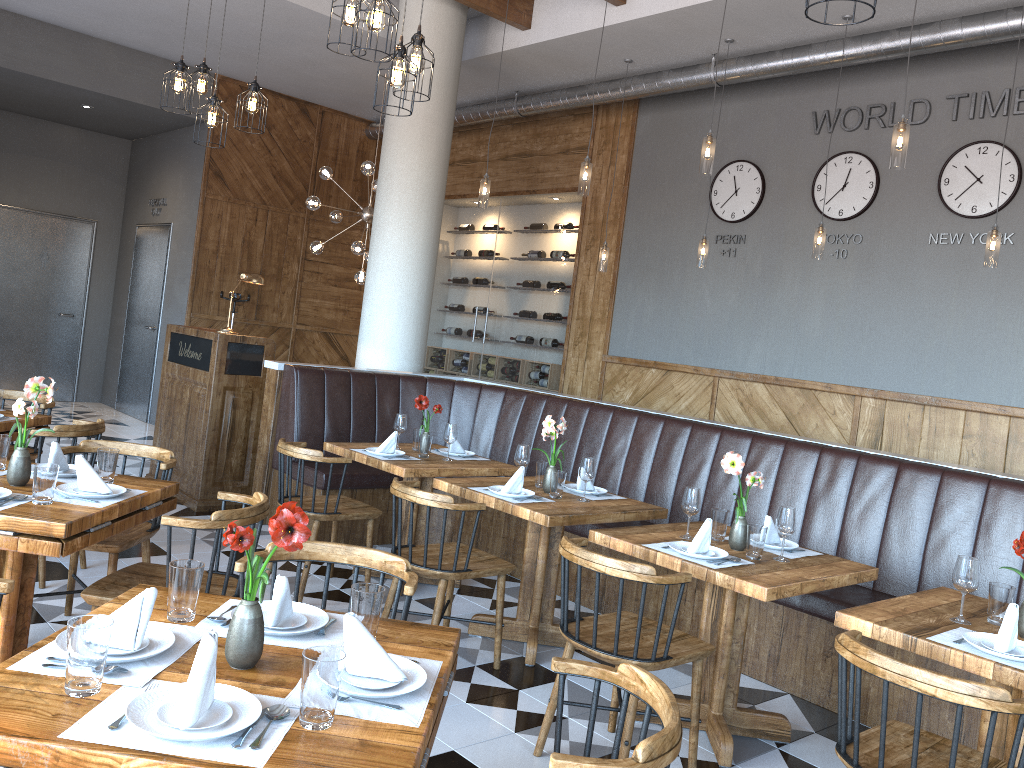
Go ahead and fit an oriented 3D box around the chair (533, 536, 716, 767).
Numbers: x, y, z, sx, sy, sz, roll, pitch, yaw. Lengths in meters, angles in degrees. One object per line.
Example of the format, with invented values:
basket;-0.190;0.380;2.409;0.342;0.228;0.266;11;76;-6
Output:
chair;0.413;1.001;3.258;0.548;0.817;0.521;6;2;-42

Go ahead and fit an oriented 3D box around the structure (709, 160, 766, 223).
structure;2.003;-1.716;7.900;0.046;0.560;0.562;7;1;-42

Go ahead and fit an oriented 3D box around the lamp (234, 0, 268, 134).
lamp;-1.489;-2.586;5.441;0.174;2.070;0.175;7;1;-32

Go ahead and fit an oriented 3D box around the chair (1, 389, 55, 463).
chair;-3.096;0.466;5.296;0.519;0.817;0.550;7;1;3

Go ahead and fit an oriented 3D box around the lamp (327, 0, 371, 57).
lamp;-0.603;-2.500;3.902;0.175;2.070;0.174;7;1;31

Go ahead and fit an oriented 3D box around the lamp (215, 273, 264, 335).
lamp;-2.086;-0.484;6.749;0.170;0.756;0.444;7;1;23

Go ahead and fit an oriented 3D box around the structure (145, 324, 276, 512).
structure;-2.316;0.234;6.997;0.644;1.299;1.048;6;2;-42

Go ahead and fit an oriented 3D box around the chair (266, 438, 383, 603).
chair;-1.053;0.739;4.892;0.548;0.817;0.521;6;2;-42

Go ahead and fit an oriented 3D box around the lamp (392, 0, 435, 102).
lamp;-0.348;-2.381;4.168;0.175;2.070;0.175;7;0;-2

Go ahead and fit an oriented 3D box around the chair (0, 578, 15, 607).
chair;-1.252;0.864;1.893;0.550;0.817;0.520;7;1;3

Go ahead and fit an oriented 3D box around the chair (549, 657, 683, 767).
chair;0.026;1.025;1.828;0.550;0.817;0.520;7;1;3

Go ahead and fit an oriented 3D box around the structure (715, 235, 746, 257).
structure;1.946;-1.233;7.920;0.021;0.197;0.306;7;2;-42

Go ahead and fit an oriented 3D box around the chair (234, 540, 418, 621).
chair;-0.580;0.916;2.504;0.519;0.817;0.550;7;1;3

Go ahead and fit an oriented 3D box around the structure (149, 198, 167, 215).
structure;-4.357;-2.180;10.894;0.025;0.197;0.567;7;2;-42

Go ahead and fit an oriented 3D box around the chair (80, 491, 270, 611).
chair;-1.211;0.803;3.207;0.550;0.817;0.520;7;1;3

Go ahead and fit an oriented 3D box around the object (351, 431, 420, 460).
object;-0.728;0.340;5.134;0.271;0.137;0.353;5;3;-42

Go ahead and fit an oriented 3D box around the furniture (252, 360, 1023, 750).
furniture;1.047;0.846;4.580;1.913;1.149;6.608;5;3;-42

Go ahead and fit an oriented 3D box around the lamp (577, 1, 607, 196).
lamp;0.601;-2.253;5.992;0.078;1.963;0.078;7;1;34

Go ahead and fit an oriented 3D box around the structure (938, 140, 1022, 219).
structure;3.363;-1.472;6.384;0.046;0.560;0.562;7;1;-42

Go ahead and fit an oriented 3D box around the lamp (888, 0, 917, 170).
lamp;2.034;-2.047;4.401;0.078;1.963;0.078;7;0;-23

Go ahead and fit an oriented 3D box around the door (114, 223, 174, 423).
door;-4.571;-0.793;10.925;0.114;2.393;1.210;7;1;-42

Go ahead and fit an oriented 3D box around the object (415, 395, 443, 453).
object;-0.528;0.245;5.317;0.171;0.355;0.156;8;1;41

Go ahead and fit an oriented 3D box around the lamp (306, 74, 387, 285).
lamp;-1.433;-2.113;9.160;1.187;2.191;1.161;7;1;9

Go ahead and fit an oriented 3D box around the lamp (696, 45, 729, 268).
lamp;1.618;-1.896;7.013;0.078;1.963;0.078;7;1;34

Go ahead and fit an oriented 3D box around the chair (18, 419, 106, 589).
chair;-2.468;0.578;4.610;0.550;0.817;0.520;7;1;3

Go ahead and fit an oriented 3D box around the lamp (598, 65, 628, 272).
lamp;0.912;-1.963;7.793;0.078;1.963;0.078;7;0;-10

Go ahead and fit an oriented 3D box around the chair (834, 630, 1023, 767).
chair;1.146;1.133;2.441;0.548;0.817;0.521;6;2;-42

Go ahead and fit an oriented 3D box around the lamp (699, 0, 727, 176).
lamp;1.269;-2.219;5.258;0.078;1.963;0.078;7;0;-7

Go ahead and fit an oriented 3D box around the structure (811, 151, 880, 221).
structure;2.683;-1.594;7.142;0.046;0.560;0.562;7;1;-42

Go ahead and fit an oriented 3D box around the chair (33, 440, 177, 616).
chair;-1.817;0.695;3.884;0.519;0.817;0.550;7;1;3

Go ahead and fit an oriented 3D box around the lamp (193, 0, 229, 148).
lamp;-1.714;-2.478;5.371;0.175;2.070;0.175;7;0;1

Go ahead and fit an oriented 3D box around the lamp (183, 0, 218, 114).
lamp;-1.838;-2.734;5.542;0.175;2.070;0.175;7;0;1

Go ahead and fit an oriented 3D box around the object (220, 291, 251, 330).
object;-3.214;-0.207;9.994;0.374;1.658;0.375;7;1;-20

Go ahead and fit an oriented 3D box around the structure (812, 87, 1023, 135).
structure;3.415;-2.018;6.406;0.033;0.199;2.737;7;2;-42

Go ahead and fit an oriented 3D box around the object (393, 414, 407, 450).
object;-0.686;0.292;5.404;0.081;0.215;0.081;8;1;39

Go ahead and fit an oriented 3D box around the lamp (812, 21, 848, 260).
lamp;2.286;-1.862;6.280;0.078;1.963;0.078;7;0;-7

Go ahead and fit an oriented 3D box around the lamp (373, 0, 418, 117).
lamp;-0.407;-2.246;3.952;0.175;2.070;0.174;7;1;31

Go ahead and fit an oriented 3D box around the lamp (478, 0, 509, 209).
lamp;-0.105;-2.320;6.772;0.078;1.963;0.078;7;0;-10

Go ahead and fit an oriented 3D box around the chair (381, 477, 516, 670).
chair;-0.320;0.870;4.075;0.548;0.817;0.521;6;2;-42

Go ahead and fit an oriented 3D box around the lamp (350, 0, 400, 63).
lamp;-0.467;-2.418;3.751;0.175;2.070;0.175;7;0;20

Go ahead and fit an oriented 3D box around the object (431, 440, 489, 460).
object;-0.335;0.371;5.480;0.271;0.137;0.353;5;3;-42

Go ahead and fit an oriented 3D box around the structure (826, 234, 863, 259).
structure;2.641;-1.108;7.144;0.021;0.199;0.370;7;2;-42

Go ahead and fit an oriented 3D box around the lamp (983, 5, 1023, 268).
lamp;3.052;-1.690;5.422;0.078;1.963;0.078;7;1;-35

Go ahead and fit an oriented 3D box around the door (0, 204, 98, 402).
door;-6.013;-0.985;11.207;1.204;2.393;0.115;6;1;-42

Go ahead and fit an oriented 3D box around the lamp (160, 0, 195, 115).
lamp;-1.904;-2.676;5.343;0.175;2.070;0.175;7;0;-10

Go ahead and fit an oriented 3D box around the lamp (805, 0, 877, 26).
lamp;0.980;-1.992;2.300;0.175;2.070;0.175;7;0;18

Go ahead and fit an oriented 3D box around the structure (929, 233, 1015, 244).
structure;3.315;-1.048;6.401;0.021;0.079;0.585;7;2;-42
